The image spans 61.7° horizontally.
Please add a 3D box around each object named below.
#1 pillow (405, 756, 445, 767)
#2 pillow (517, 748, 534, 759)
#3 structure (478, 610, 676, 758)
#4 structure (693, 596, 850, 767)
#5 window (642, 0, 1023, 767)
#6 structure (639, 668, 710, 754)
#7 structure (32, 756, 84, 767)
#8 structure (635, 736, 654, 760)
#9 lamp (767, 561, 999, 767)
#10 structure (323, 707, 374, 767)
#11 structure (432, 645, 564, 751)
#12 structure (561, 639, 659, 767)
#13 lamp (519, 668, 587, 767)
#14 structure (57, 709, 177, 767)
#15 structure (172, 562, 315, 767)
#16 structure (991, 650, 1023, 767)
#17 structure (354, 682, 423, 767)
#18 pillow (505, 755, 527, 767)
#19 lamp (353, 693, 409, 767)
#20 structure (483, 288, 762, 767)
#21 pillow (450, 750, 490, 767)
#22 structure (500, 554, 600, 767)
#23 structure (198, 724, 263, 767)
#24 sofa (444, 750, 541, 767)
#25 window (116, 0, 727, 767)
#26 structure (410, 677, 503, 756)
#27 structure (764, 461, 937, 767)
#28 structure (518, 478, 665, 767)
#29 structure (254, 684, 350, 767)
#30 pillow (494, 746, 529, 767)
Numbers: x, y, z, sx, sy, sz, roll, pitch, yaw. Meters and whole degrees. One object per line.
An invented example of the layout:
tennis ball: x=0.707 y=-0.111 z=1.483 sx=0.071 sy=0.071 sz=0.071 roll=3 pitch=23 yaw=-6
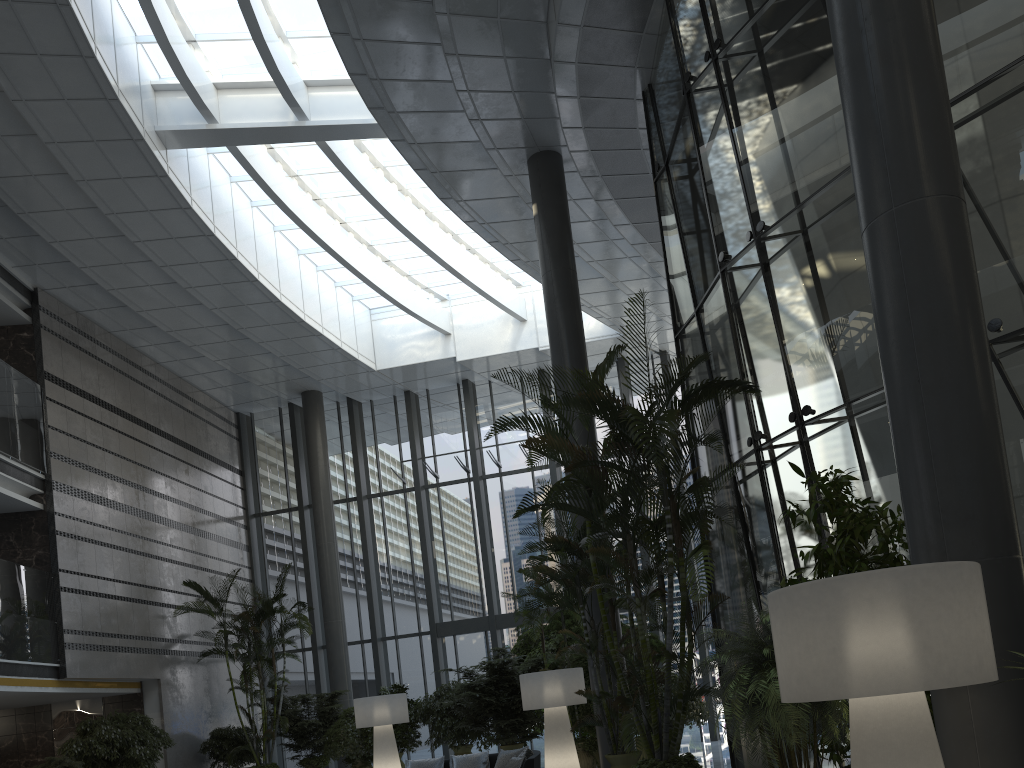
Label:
pillow: x=-1.122 y=4.948 z=10.884 sx=0.609 sy=0.388 sz=0.310 roll=-9 pitch=-11 yaw=8
pillow: x=0.095 y=4.399 z=9.827 sx=0.362 sy=0.433 sz=0.664 roll=-5 pitch=-15 yaw=-8
structure: x=1.176 y=5.476 z=15.568 sx=3.786 sy=2.848 sz=3.322 roll=-13 pitch=-15 yaw=21
structure: x=1.622 y=2.079 z=4.903 sx=0.980 sy=1.710 sz=0.952 roll=-6 pitch=-8 yaw=-8
window: x=4.610 y=1.179 z=11.866 sx=4.223 sy=7.630 sz=16.225 roll=-8 pitch=-17 yaw=10
structure: x=2.315 y=5.204 z=13.357 sx=1.456 sy=1.550 sz=1.649 roll=-2 pitch=-14 yaw=-22
structure: x=-6.671 y=6.147 z=12.650 sx=1.206 sy=1.280 sz=1.220 roll=-11 pitch=-13 yaw=21
structure: x=1.825 y=5.218 z=11.915 sx=0.443 sy=0.614 sz=0.464 roll=-9 pitch=-10 yaw=13
lamp: x=1.584 y=1.619 z=3.514 sx=0.851 sy=1.615 sz=0.857 roll=-2 pitch=-9 yaw=-29
structure: x=-2.906 y=7.012 z=16.569 sx=1.456 sy=1.550 sz=1.649 roll=-2 pitch=-14 yaw=-22
structure: x=-0.141 y=5.421 z=14.135 sx=2.229 sy=2.242 sz=2.457 roll=-6 pitch=-13 yaw=-4
structure: x=1.382 y=4.850 z=12.797 sx=1.613 sy=2.052 sz=1.600 roll=1 pitch=-13 yaw=-37
lamp: x=0.604 y=4.561 z=11.151 sx=0.851 sy=1.615 sz=0.857 roll=-2 pitch=-9 yaw=-29
structure: x=-6.502 y=6.363 z=14.167 sx=1.656 sy=1.901 sz=2.094 roll=-16 pitch=-16 yaw=39
structure: x=-4.962 y=5.746 z=16.606 sx=2.529 sy=4.500 sz=2.534 roll=-9 pitch=-9 yaw=15
structure: x=2.460 y=1.379 z=3.186 sx=1.408 sy=1.635 sz=1.327 roll=2 pitch=-14 yaw=-37
structure: x=-2.238 y=6.538 z=15.978 sx=1.257 sy=1.898 sz=1.422 roll=-13 pitch=-12 yaw=34
pillow: x=0.024 y=4.291 z=9.451 sx=0.276 sy=0.354 sz=0.593 roll=-4 pitch=-16 yaw=-16
lamp: x=-2.022 y=5.806 z=13.673 sx=0.840 sy=1.615 sz=0.868 roll=-11 pitch=-9 yaw=27
structure: x=1.115 y=1.731 z=7.703 sx=2.444 sy=4.499 sz=2.625 roll=-5 pitch=-9 yaw=-9
pillow: x=-0.530 y=4.853 z=10.818 sx=0.610 sy=0.388 sz=0.310 roll=-10 pitch=-11 yaw=12
structure: x=0.676 y=4.100 z=12.343 sx=1.413 sy=3.345 sz=1.260 roll=-6 pitch=-6 yaw=-5
structure: x=-5.561 y=7.576 z=17.149 sx=1.432 sy=1.490 sz=1.155 roll=3 pitch=-14 yaw=-38
sofa: x=-0.561 y=4.778 z=10.054 sx=1.921 sy=0.673 sz=2.118 roll=-8 pitch=-19 yaw=4
window: x=-2.841 y=1.089 z=12.011 sx=13.658 sy=9.613 sz=19.541 roll=-13 pitch=-18 yaw=22
structure: x=-0.905 y=6.361 z=15.834 sx=2.050 sy=1.822 sz=1.692 roll=-18 pitch=-16 yaw=40
structure: x=2.275 y=1.732 z=5.448 sx=1.145 sy=2.624 sz=1.080 roll=-5 pitch=-7 yaw=-17
structure: x=0.997 y=2.857 z=9.444 sx=1.651 sy=3.601 sz=2.123 roll=-6 pitch=-9 yaw=-6
structure: x=-4.137 y=7.152 z=17.488 sx=1.866 sy=2.212 sz=1.945 roll=-6 pitch=-11 yaw=-6
pillow: x=-0.038 y=4.667 z=10.520 sx=0.294 sy=0.398 sz=0.644 roll=1 pitch=-17 yaw=-37
